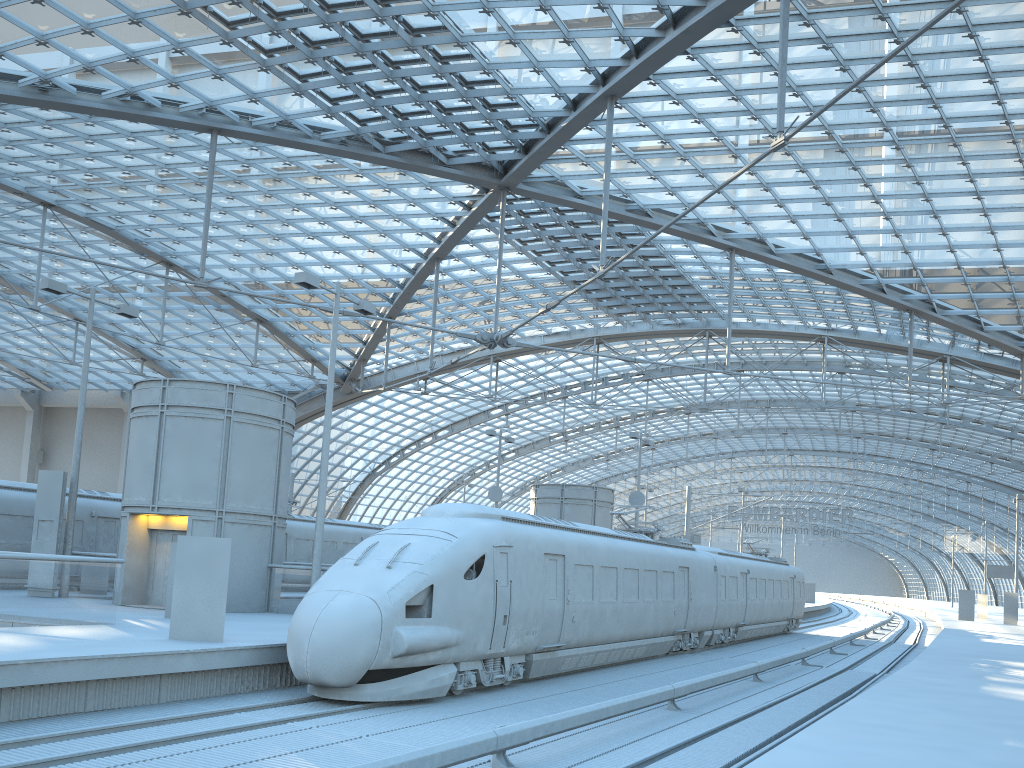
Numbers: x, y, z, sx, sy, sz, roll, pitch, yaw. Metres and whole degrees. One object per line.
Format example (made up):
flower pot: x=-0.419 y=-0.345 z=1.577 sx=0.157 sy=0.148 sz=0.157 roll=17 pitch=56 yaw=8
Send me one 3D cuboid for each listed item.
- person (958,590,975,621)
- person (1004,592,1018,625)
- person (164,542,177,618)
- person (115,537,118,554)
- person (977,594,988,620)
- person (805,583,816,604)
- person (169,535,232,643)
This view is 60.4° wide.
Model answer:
person: x=26.015 y=12.673 z=50.201 sx=0.001 sy=1.782 sz=0.904 roll=7 pitch=-7 yaw=-37
person: x=27.121 y=12.251 z=47.892 sx=0.068 sy=1.791 sz=0.786 roll=6 pitch=-6 yaw=-30
person: x=-6.782 y=4.101 z=18.204 sx=0.710 sy=1.597 sz=0.001 roll=3 pitch=-4 yaw=6
person: x=-11.499 y=5.477 z=26.315 sx=0.827 sy=1.716 sz=0.001 roll=3 pitch=-4 yaw=1
person: x=29.218 y=13.860 z=54.537 sx=0.001 sy=1.596 sz=0.814 roll=5 pitch=-6 yaw=-17
person: x=24.980 y=17.559 z=73.591 sx=0.827 sy=1.715 sz=0.001 roll=0 pitch=-5 yaw=27
person: x=-4.966 y=3.294 z=14.050 sx=0.875 sy=1.689 sz=0.001 roll=3 pitch=-4 yaw=1
